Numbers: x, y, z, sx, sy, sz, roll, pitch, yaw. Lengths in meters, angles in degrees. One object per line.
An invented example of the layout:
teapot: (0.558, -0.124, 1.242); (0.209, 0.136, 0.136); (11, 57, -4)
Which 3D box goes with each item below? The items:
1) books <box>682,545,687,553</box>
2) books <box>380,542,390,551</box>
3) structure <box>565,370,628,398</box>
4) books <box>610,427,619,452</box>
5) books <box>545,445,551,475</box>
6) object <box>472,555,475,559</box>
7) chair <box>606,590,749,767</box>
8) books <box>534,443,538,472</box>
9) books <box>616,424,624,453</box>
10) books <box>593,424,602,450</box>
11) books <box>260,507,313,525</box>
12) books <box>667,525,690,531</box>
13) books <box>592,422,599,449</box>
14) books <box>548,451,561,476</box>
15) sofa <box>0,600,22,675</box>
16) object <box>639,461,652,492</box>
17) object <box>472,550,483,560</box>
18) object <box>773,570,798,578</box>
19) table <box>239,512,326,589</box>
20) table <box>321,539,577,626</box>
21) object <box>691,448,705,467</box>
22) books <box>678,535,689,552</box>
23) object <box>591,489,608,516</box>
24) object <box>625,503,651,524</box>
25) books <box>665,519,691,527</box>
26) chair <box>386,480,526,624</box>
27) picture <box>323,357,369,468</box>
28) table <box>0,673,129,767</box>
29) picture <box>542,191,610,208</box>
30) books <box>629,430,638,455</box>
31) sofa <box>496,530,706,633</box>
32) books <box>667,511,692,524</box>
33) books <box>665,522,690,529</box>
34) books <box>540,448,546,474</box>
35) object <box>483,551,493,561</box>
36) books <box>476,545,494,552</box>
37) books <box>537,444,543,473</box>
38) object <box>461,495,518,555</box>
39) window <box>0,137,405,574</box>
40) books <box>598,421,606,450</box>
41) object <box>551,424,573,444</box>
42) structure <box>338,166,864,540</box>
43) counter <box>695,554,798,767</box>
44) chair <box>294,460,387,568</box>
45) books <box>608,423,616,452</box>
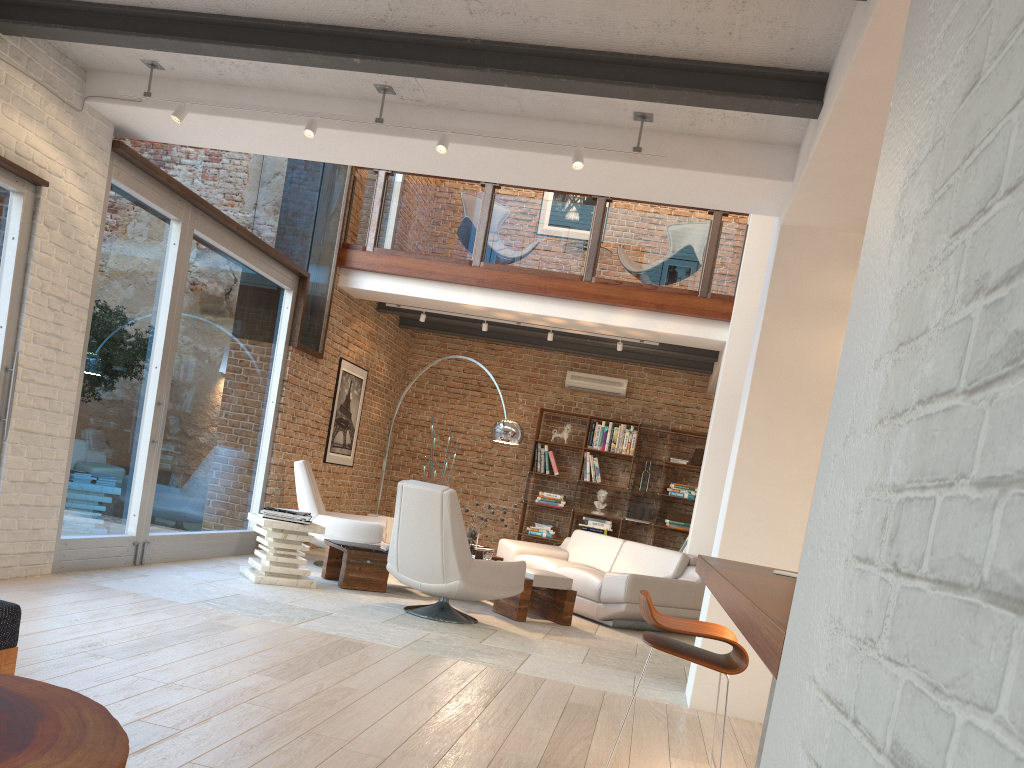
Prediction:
books: (2.266, 2.145, 11.369); (0.160, 0.373, 0.245); (10, 0, 10)
books: (-0.977, 1.454, 7.691); (0.330, 0.056, 0.253); (12, -7, -20)
structure: (1.125, 0.004, 11.603); (0.809, 0.219, 0.201); (9, -1, 9)
books: (1.353, 0.744, 11.461); (0.055, 0.329, 0.256); (10, 0, 11)
books: (0.478, 1.016, 11.623); (0.120, 0.381, 0.245); (10, 1, 10)
object: (-0.193, 1.563, 7.714); (0.274, 0.035, 0.247); (12, -7, -18)
chair: (0.584, 1.167, 3.178); (0.421, 0.775, 0.405); (10, 1, 10)
books: (0.339, 0.993, 11.649); (0.091, 0.384, 0.245); (10, 1, 10)
books: (1.428, 0.732, 11.477); (0.036, 0.383, 0.245); (11, 1, 11)
books: (1.136, 0.711, 11.502); (0.055, 0.329, 0.256); (10, 0, 11)
books: (-1.803, 1.065, 7.089); (0.390, 0.079, 0.569); (11, -7, -6)
books: (2.204, 1.887, 11.381); (0.354, 0.020, 0.274); (9, -7, 8)
books: (1.103, 0.694, 11.524); (0.020, 0.359, 0.273); (11, 0, 11)
books: (0.567, 1.064, 11.634); (0.194, 0.318, 0.256); (10, 0, 10)
sofa: (-2.400, 0.444, 1.109); (2.069, 0.658, 3.990); (9, -7, 10)
object: (1.750, 1.204, 11.372); (0.121, 0.399, 0.062); (10, 3, 12)
object: (-0.296, 1.526, 7.755); (0.095, 0.082, 0.114); (11, -3, -18)
object: (1.142, 0.699, 3.140); (0.393, 0.035, 0.200); (8, -7, 13)
table: (-1.862, 1.345, 7.050); (0.502, 0.504, 0.488); (11, -2, -30)
table: (-0.687, 1.694, 7.930); (2.000, 0.428, 2.184); (14, -7, -29)
object: (2.414, 0.955, 11.249); (0.197, 0.233, 0.190); (10, -1, -33)
books: (2.229, 2.143, 11.398); (0.162, 0.372, 0.245); (10, 0, 10)
object: (1.172, 1.559, 11.524); (0.194, 0.350, 0.196); (10, 1, 25)
object: (1.668, 1.691, 11.422); (0.334, 0.233, 0.286); (9, -3, 9)
books: (2.185, 1.816, 11.362); (0.378, 0.036, 0.246); (9, -7, 8)
chair: (-0.511, 1.278, 6.612); (1.014, 1.015, 0.985); (9, -2, 26)
picture: (-1.922, 0.359, 10.131); (0.027, 1.195, 0.917); (11, 0, 11)
table: (-1.205, 0.757, 1.053); (1.068, 0.445, 1.854); (8, -6, 16)
picture: (0.870, -2.527, 11.642); (0.909, 1.198, 0.027); (10, 4, 9)
books: (1.599, 0.787, 11.455); (0.055, 0.329, 0.256); (10, 0, 11)
sofa: (0.878, 1.899, 8.708); (1.161, 0.754, 2.305); (12, -6, -30)
books: (2.189, 1.738, 11.367); (0.334, 0.118, 0.215); (9, -4, 9)
books: (2.198, 1.859, 11.396); (0.379, 0.036, 0.246); (9, -7, 5)
books: (0.425, 1.035, 11.664); (0.102, 0.334, 0.256); (10, 0, 10)
object: (-0.216, 1.512, 7.633); (0.092, 0.084, 0.090); (11, -2, -31)
books: (-0.400, 1.599, 8.475); (0.247, 0.074, 0.408); (5, -8, 42)
books: (0.377, 1.000, 11.651); (0.091, 0.384, 0.245); (10, 1, 10)
object: (-0.213, 1.305, 7.995); (0.548, 0.607, 0.312); (10, 1, -20)
window: (-2.811, -2.064, 4.779); (0.644, 6.375, 12.455); (11, -4, 11)
books: (1.186, 0.692, 11.497); (0.036, 0.383, 0.245); (11, 1, 11)
object: (0.659, 0.648, 11.529); (0.249, 0.283, 0.131); (10, 2, 17)
structure: (2.098, -0.111, 4.571); (10.104, 4.128, 13.995); (9, -6, 10)
counter: (1.334, 1.126, 2.389); (1.677, 0.917, 2.521); (9, -6, 10)
chair: (-1.711, 1.309, 8.590); (0.987, 0.998, 1.025); (10, -2, -6)
books: (1.315, 0.712, 11.481); (0.036, 0.383, 0.245); (11, 1, 11)
